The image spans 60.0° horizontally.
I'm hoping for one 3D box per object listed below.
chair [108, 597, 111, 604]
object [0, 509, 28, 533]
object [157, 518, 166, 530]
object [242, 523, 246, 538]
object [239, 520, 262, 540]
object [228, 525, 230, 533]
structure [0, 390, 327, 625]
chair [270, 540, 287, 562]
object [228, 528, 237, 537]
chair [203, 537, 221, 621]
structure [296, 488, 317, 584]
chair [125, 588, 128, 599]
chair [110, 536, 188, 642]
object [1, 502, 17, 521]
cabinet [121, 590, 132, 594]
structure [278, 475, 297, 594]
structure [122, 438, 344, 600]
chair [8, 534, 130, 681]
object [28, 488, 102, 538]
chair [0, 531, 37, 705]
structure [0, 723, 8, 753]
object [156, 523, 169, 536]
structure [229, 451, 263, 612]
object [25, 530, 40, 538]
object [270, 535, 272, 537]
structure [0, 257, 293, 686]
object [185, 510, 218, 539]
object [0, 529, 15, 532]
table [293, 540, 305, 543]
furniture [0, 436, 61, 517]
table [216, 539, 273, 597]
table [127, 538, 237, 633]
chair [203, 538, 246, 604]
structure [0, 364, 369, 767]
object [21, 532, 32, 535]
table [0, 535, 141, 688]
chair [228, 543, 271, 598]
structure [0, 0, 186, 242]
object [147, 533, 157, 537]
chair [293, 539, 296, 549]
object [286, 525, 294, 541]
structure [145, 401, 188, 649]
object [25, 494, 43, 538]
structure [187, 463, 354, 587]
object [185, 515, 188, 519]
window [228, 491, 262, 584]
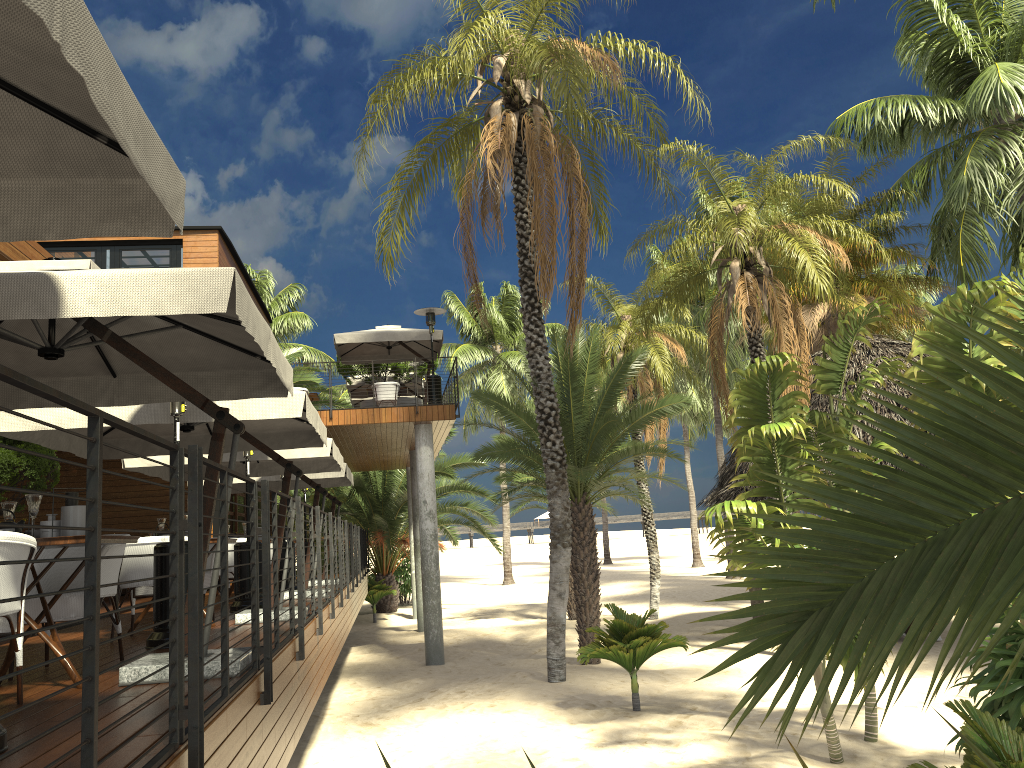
[{"bbox_3d":[-6.313,2.897,13.205,0.615,0.791,0.626,-12,-13,37],"label":"chair"},{"bbox_3d":[-2.697,0.756,4.723,0.168,0.179,0.162,-2,-10,-10],"label":"object"},{"bbox_3d":[-3.249,1.359,8.219,0.082,0.228,0.081,0,-11,-19],"label":"object"},{"bbox_3d":[-3.333,1.850,11.084,0.082,0.228,0.082,-3,-11,-7],"label":"object"},{"bbox_3d":[-3.297,1.875,11.336,0.263,0.265,0.263,-11,-13,36],"label":"object"},{"bbox_3d":[-3.694,1.944,11.495,0.082,0.228,0.082,-3,-11,-7],"label":"object"},{"bbox_3d":[-2.980,1.021,8.119,2.414,2.341,2.405,-3,-10,-8],"label":"structure"},{"bbox_3d":[-3.831,2.829,13.822,0.627,0.791,0.614,-3,-10,-7],"label":"chair"},{"bbox_3d":[-3.592,1.929,11.288,0.163,0.179,0.167,-3,-10,-6],"label":"object"},{"bbox_3d":[-3.116,1.921,8.748,0.627,0.791,0.614,-3,-10,-7],"label":"chair"},{"bbox_3d":[-3.785,2.517,16.246,0.699,2.200,0.697,0,-11,-20],"label":"structure"},{"bbox_3d":[-6.332,3.095,14.364,0.626,0.791,0.616,-12,-13,37],"label":"chair"},{"bbox_3d":[-2.928,1.642,7.177,0.627,0.791,0.614,-3,-10,-7],"label":"chair"},{"bbox_3d":[-2.802,0.772,4.933,0.082,0.228,0.082,-3,-11,-7],"label":"object"},{"bbox_3d":[-6.835,3.411,16.146,1.611,0.841,0.555,-3,-10,-8],"label":"cabinet"},{"bbox_3d":[-3.343,1.936,12.990,0.699,2.200,0.697,0,-11,-20],"label":"structure"},{"bbox_3d":[-3.426,1.607,11.402,2.414,2.341,2.405,-3,-10,-8],"label":"structure"},{"bbox_3d":[-2.655,1.315,5.355,0.627,0.791,0.614,-3,-10,-7],"label":"chair"},{"bbox_3d":[-2.404,0.702,4.774,0.263,0.265,0.263,-11,-13,36],"label":"object"},{"bbox_3d":[-2.474,1.046,3.841,0.627,0.791,0.614,-3,-10,-7],"label":"chair"},{"bbox_3d":[-2.011,0.187,3.200,0.699,2.200,0.697,0,-11,-20],"label":"structure"},{"bbox_3d":[-3.146,1.344,8.011,0.163,0.179,0.167,-3,-10,-6],"label":"object"},{"bbox_3d":[-2.901,1.355,9.742,0.699,2.200,0.697,0,-11,-20],"label":"structure"},{"bbox_3d":[-2.626,0.840,4.898,0.116,0.065,0.115,-3,-10,-4],"label":"object"},{"bbox_3d":[-4.043,2.522,14.608,0.163,0.179,0.167,-3,-10,-6],"label":"object"},{"bbox_3d":[-2.533,0.434,4.835,2.414,2.341,2.405,-3,-10,-8],"label":"structure"},{"bbox_3d":[-2.851,1.289,8.060,0.263,0.265,0.263,-11,-13,36],"label":"object"},{"bbox_3d":[-2.603,0.775,4.525,0.116,0.065,0.115,-3,-10,-4],"label":"object"},{"bbox_3d":[-3.894,2.969,14.510,0.931,0.752,0.928,-3,-10,-8],"label":"table"},{"bbox_3d":[-7.399,1.728,11.546,2.616,2.732,2.685,-1,-11,-17],"label":"furniture"},{"bbox_3d":[-3.445,2.379,11.209,0.931,0.752,0.928,-3,-10,-8],"label":"table"},{"bbox_3d":[-2.998,1.791,7.916,0.931,0.752,0.928,-3,-10,-8],"label":"table"},{"bbox_3d":[-3.379,2.236,10.499,0.627,0.791,0.614,-3,-10,-7],"label":"chair"},{"bbox_3d":[-2.410,2.464,12.373,0.163,1.157,26.177,-2,-10,-8],"label":"structure"},{"bbox_3d":[-2.504,0.782,4.538,0.080,0.042,0.080,-1,-10,-17],"label":"object"},{"bbox_3d":[-2.550,1.202,4.623,0.931,0.752,0.928,-3,-10,-8],"label":"table"},{"bbox_3d":[-3.560,2.504,12.013,0.627,0.791,0.614,-3,-10,-7],"label":"chair"},{"bbox_3d":[-2.086,-0.153,1.551,2.414,2.341,2.405,-3,-10,-8],"label":"structure"},{"bbox_3d":[-3.158,1.353,7.781,0.086,0.086,0.086,-3,-10,-4],"label":"object"},{"bbox_3d":[-4.012,3.098,15.335,0.627,0.791,0.614,-3,-10,-7],"label":"chair"},{"bbox_3d":[-3.748,2.468,14.656,0.263,0.265,0.263,-11,-13,36],"label":"object"},{"bbox_3d":[-2.460,0.777,6.504,0.699,2.200,0.697,0,-11,-20],"label":"structure"},{"bbox_3d":[-2.440,0.677,4.521,0.082,0.228,0.082,-3,-11,-7],"label":"object"},{"bbox_3d":[-3.873,2.194,14.686,2.414,2.341,2.405,-3,-10,-8],"label":"structure"},{"bbox_3d":[-2.887,1.264,7.808,0.082,0.228,0.082,-3,-11,-7],"label":"object"},{"bbox_3d":[-11.187,-4.681,18.182,14.484,18.024,38.301,2,-11,-31],"label":"window"}]
